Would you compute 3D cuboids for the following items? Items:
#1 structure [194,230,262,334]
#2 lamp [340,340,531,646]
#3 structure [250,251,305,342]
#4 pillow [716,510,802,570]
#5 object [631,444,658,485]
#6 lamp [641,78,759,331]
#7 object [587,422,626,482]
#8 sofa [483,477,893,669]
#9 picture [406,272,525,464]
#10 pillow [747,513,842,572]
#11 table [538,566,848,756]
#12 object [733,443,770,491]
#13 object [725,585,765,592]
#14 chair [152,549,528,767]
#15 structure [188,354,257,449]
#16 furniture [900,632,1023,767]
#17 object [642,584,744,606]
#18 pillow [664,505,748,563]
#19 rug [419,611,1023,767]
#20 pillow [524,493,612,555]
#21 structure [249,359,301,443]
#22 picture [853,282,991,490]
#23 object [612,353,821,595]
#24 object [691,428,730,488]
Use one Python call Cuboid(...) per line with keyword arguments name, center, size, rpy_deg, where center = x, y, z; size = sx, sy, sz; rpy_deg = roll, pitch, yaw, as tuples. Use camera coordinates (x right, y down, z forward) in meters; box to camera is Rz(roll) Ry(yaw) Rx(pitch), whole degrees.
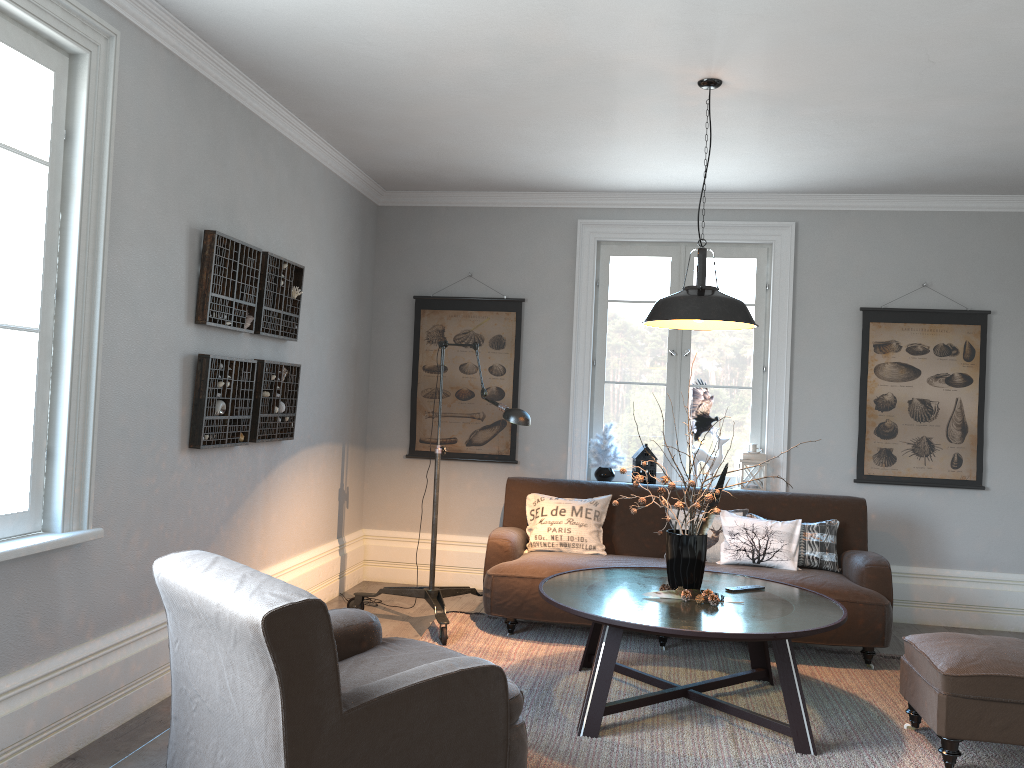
Cuboid(name="structure", center=(-1.312, -0.460, 4.099), size=(0.099, 0.416, 0.468), rpy_deg=(2, -1, 9))
Cuboid(name="lamp", center=(-0.489, 0.568, 5.345), size=(0.797, 1.645, 1.864), rpy_deg=(4, -2, -43))
Cuboid(name="structure", center=(-1.205, -0.446, 4.625), size=(0.105, 0.416, 0.468), rpy_deg=(2, -1, 9))
Cuboid(name="pillow", center=(1.392, 0.881, 4.995), size=(0.471, 0.309, 0.188), rpy_deg=(2, -2, 10))
Cuboid(name="object", center=(0.880, 0.537, 5.896), size=(0.155, 0.284, 0.155), rpy_deg=(3, -2, -1))
Cuboid(name="lamp", center=(0.845, -0.793, 3.901), size=(0.504, 1.076, 0.504), rpy_deg=(4, -2, -33))
Cuboid(name="object", center=(0.614, 0.455, 5.933), size=(0.263, 0.424, 0.247), rpy_deg=(1, -2, 45))
Cuboid(name="sofa", center=(0.959, 1.028, 5.066), size=(2.165, 0.825, 0.968), rpy_deg=(2, -1, 9))
Cuboid(name="picture", center=(-0.321, -0.123, 6.156), size=(0.793, 1.313, 0.057), rpy_deg=(2, -2, 9))
Cuboid(name="pillow", center=(1.607, 0.905, 5.074), size=(0.542, 0.288, 0.183), rpy_deg=(2, -2, 10))
Cuboid(name="table", center=(0.753, 1.166, 3.848), size=(1.300, 0.503, 1.299), rpy_deg=(3, -1, 2))
Cuboid(name="object", center=(1.557, 0.545, 5.767), size=(0.193, 0.322, 0.193), rpy_deg=(2, -1, 3))
Cuboid(name="object", center=(1.061, 0.929, 4.034), size=(0.207, 0.011, 0.051), rpy_deg=(3, -1, -31))
Cuboid(name="chair", center=(-0.486, 0.927, 2.670), size=(0.970, 0.795, 0.807), rpy_deg=(4, -2, -40))
Cuboid(name="structure", center=(-1.321, 0.082, 4.089), size=(0.086, 0.416, 0.468), rpy_deg=(2, -1, 9))
Cuboid(name="furniture", center=(1.857, 1.221, 3.416), size=(0.583, 0.440, 0.574), rpy_deg=(2, -1, 9))
Cuboid(name="object", center=(0.767, 0.888, 3.763), size=(0.404, 0.067, 0.153), rpy_deg=(2, -1, 27))
Cuboid(name="pillow", center=(1.115, 0.880, 5.115), size=(0.472, 0.348, 0.159), rpy_deg=(2, -2, 7))
Cuboid(name="rug", center=(0.779, 1.362, 3.874), size=(2.819, 0.090, 2.399), rpy_deg=(2, -1, 10))
Cuboid(name="pillow", center=(0.325, 0.836, 5.282), size=(0.519, 0.369, 0.240), rpy_deg=(2, -2, 9))
Cuboid(name="structure", center=(-1.235, 0.090, 4.631), size=(0.086, 0.416, 0.468), rpy_deg=(2, -1, 9))
Cuboid(name="picture", center=(2.627, -0.002, 5.687), size=(0.793, 1.313, 0.057), rpy_deg=(2, -2, 9))
Cuboid(name="object", center=(0.882, 0.388, 3.789), size=(0.853, 1.066, 0.525), rpy_deg=(3, -2, -20))
Cuboid(name="object", center=(1.287, 0.489, 5.753), size=(0.239, 0.410, 0.128), rpy_deg=(2, -2, 5))
